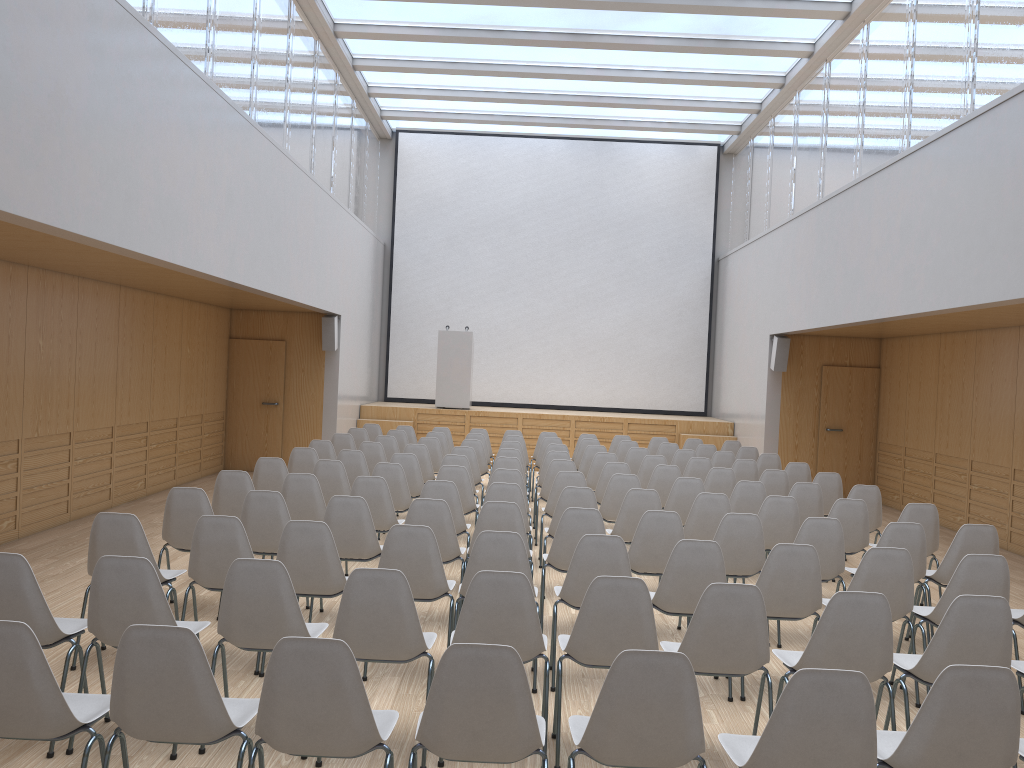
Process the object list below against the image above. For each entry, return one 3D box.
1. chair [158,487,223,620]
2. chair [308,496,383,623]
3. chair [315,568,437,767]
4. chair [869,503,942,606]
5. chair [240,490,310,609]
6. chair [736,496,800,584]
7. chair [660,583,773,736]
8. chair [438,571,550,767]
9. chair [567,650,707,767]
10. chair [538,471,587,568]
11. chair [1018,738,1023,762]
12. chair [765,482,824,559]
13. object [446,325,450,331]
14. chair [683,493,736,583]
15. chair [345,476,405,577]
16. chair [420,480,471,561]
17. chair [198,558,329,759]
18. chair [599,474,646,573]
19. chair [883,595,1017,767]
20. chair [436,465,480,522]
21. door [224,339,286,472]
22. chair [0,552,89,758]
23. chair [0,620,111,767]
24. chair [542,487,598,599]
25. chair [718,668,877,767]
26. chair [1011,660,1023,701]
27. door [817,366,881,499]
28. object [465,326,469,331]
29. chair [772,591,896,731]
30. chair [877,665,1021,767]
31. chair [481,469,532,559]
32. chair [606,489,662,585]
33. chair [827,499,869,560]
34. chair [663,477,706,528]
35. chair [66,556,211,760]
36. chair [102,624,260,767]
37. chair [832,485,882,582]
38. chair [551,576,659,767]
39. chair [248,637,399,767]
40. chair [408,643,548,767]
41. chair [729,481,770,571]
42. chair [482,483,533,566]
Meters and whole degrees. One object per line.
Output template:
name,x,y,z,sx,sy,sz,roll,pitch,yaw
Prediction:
chair,-2.142,1.110,6.065,0.479,0.876,0.505,3,1,1
chair,-1.082,1.160,6.014,0.479,0.876,0.505,3,1,1
chair,-0.585,1.213,4.009,0.479,0.876,0.505,3,1,1
chair,3.085,1.337,6.973,0.479,0.876,0.505,3,1,1
chair,-1.641,1.133,6.078,0.479,0.876,0.505,3,1,1
chair,2.036,1.288,7.024,0.479,0.876,0.505,3,1,1
chair,0.928,1.283,4.035,0.479,0.876,0.505,3,1,1
chair,-0.063,1.237,4.063,0.479,0.876,0.505,3,1,1
chair,0.430,1.275,3.058,0.479,0.876,0.505,3,1,1
chair,0.500,1.201,8.057,0.479,0.876,0.505,3,1,1
chair,2.008,1.348,3.043,0.479,0.876,0.505,3,1,1
chair,2.568,1.297,8.018,0.479,0.876,0.505,3,1,1
object,-1.145,-0.897,15.805,0.166,0.305,0.252,2,1,-28
chair,1.512,1.264,7.009,0.479,0.876,0.505,3,1,1
chair,-1.105,1.142,7.073,0.479,0.876,0.505,3,1,1
chair,-0.563,1.168,7.009,0.479,0.876,0.505,3,1,1
chair,-1.113,1.188,4.083,0.479,0.876,0.505,3,1,1
chair,0.976,1.223,8.034,0.479,0.876,0.505,3,1,1
chair,1.979,1.331,4.025,0.479,0.876,0.505,3,1,1
chair,-0.532,1.153,8.077,0.479,0.876,0.505,3,1,1
door,-3.952,0.337,13.578,0.873,2.024,0.108,3,1,1
chair,-2.173,1.141,3.984,0.479,0.876,0.505,3,1,1
chair,-1.651,1.179,3.060,0.479,0.876,0.505,3,1,1
chair,0.488,1.217,6.998,0.479,0.876,0.505,3,1,1
chair,0.953,1.300,2.953,0.479,0.876,0.505,3,1,1
chair,2.540,1.357,3.999,0.479,0.876,0.505,3,1,1
door,5.124,0.756,13.489,0.873,2.024,0.108,3,1,1
object,-0.797,-0.881,15.802,0.166,0.305,0.252,2,1,-28
chair,1.449,1.307,3.989,0.479,0.876,0.505,3,1,1
chair,1.459,1.322,3.058,0.479,0.876,0.505,3,1,1
chair,-0.057,1.176,8.004,0.479,0.876,0.505,3,1,1
chair,0.989,1.239,7.062,0.479,0.876,0.505,3,1,1
chair,2.575,1.312,7.037,0.479,0.876,0.505,3,1,1
chair,1.530,1.249,7.988,0.479,0.876,0.505,3,1,1
chair,-1.662,1.164,4.020,0.479,0.876,0.505,3,1,1
chair,-1.139,1.202,3.083,0.479,0.876,0.505,3,1,1
chair,3.093,1.321,8.041,0.479,0.876,0.505,3,1,1
chair,0.445,1.260,4.068,0.479,0.876,0.505,3,1,1
chair,-0.640,1.226,3.031,0.479,0.876,0.505,3,1,1
chair,-0.111,1.250,3.045,0.479,0.876,0.505,3,1,1
chair,2.051,1.274,7.942,0.479,0.876,0.505,3,1,1
chair,-0.069,1.190,7.044,0.479,0.876,0.505,3,1,1
